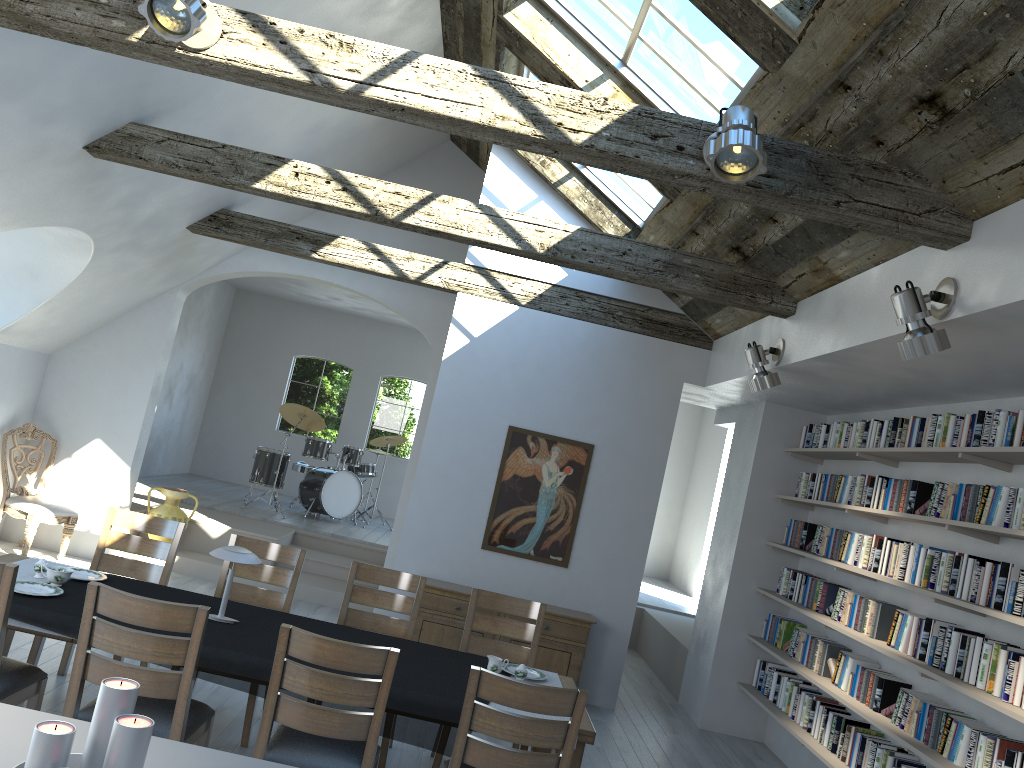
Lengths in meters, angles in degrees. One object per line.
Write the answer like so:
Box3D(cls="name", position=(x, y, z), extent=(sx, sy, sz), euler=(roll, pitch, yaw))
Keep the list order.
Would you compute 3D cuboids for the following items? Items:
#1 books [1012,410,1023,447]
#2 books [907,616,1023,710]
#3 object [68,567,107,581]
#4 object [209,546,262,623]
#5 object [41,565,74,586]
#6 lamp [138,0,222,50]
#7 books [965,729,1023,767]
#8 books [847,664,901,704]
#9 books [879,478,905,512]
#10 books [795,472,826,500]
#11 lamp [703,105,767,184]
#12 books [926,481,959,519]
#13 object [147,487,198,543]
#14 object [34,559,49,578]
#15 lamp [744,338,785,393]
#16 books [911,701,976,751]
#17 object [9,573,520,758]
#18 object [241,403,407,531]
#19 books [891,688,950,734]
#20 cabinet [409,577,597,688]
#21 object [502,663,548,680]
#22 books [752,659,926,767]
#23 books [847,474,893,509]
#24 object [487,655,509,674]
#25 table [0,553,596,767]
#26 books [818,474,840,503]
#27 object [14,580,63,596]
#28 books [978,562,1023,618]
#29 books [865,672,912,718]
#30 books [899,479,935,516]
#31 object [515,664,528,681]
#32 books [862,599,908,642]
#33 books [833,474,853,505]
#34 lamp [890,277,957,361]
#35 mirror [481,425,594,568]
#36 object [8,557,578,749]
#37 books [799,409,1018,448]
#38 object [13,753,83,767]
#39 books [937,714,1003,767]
Box3D(cls="books", position=(2.731, 0.146, 3.063), extent=(0.242, 0.237, 2.981), euler=(13, -5, -1))
Box3D(cls="books", position=(2.442, 1.343, 3.613), extent=(0.242, 0.237, 2.981), euler=(13, -5, -1))
Box3D(cls="object", position=(-2.200, 0.976, 4.523), extent=(0.250, 0.017, 0.253), euler=(13, -5, -1))
Box3D(cls="object", position=(-1.372, 0.968, 4.303), extent=(0.251, 0.362, 0.251), euler=(11, -5, 21))
Box3D(cls="object", position=(-2.180, 0.925, 4.254), extent=(0.124, 0.081, 0.130), euler=(9, -6, 41))
Box3D(cls="lamp", position=(-1.243, -1.433, 3.368), extent=(0.233, 0.311, 0.354), euler=(13, -5, -1))
Box3D(cls="books", position=(2.324, 1.787, 4.091), extent=(0.214, 0.237, 0.490), euler=(13, -5, -1))
Box3D(cls="books", position=(2.260, 1.904, 5.570), extent=(0.209, 0.220, 0.278), euler=(13, -5, -3))
Box3D(cls="books", position=(2.525, 0.738, 5.706), extent=(0.209, 0.220, 0.278), euler=(13, -5, -3))
Box3D(cls="books", position=(2.467, 0.842, 7.121), extent=(0.214, 0.220, 0.490), euler=(13, -5, -1))
Box3D(cls="lamp", position=(0.863, -0.927, 3.424), extent=(0.233, 0.323, 0.343), euler=(13, -5, -1))
Box3D(cls="books", position=(2.548, 0.692, 5.115), extent=(0.189, 0.228, 0.249), euler=(13, -5, -1))
Box3D(cls="object", position=(-3.477, 1.362, 8.961), extent=(0.396, 0.605, 0.402), euler=(8, -7, 45))
Box3D(cls="object", position=(-2.298, 0.898, 4.330), extent=(0.064, 0.092, 0.064), euler=(11, -5, 17))
Box3D(cls="lamp", position=(1.627, -0.122, 5.740), extent=(0.265, 0.386, 0.235), euler=(11, -5, 20))
Box3D(cls="books", position=(2.295, 1.841, 4.735), extent=(0.209, 0.220, 0.278), euler=(13, -5, -3))
Box3D(cls="object", position=(-1.153, 1.321, 4.296), extent=(2.456, 0.227, 1.073), euler=(13, -5, -1))
Box3D(cls="object", position=(-2.570, 1.052, 11.850), extent=(1.465, 1.383, 2.354), euler=(8, -6, 43))
Box3D(cls="books", position=(2.283, 1.857, 4.979), extent=(0.189, 0.228, 0.249), euler=(13, -5, -1))
Box3D(cls="cabinet", position=(-0.136, 2.071, 7.116), extent=(1.481, 0.714, 0.383), euler=(13, -5, -1))
Box3D(cls="object", position=(0.060, 1.497, 4.596), extent=(0.250, 0.017, 0.253), euler=(13, -5, -1))
Box3D(cls="books", position=(2.170, 2.287, 5.870), extent=(0.242, 0.237, 2.981), euler=(13, -5, -1))
Box3D(cls="books", position=(2.511, 0.758, 6.091), extent=(0.214, 0.237, 0.490), euler=(13, -5, -1))
Box3D(cls="object", position=(-0.082, 1.408, 4.417), extent=(0.100, 0.098, 0.071), euler=(16, -6, -32))
Box3D(cls="table", position=(-1.232, 1.569, 4.267), extent=(3.078, 0.737, 0.939), euler=(13, -5, -1))
Box3D(cls="books", position=(2.483, 0.812, 6.735), extent=(0.209, 0.220, 0.278), euler=(13, -5, -3))
Box3D(cls="object", position=(-2.187, 0.939, 4.051), extent=(0.250, 0.017, 0.253), euler=(13, -5, -1))
Box3D(cls="books", position=(2.555, 0.916, 3.046), extent=(0.242, 0.237, 2.981), euler=(13, -5, -1))
Box3D(cls="books", position=(2.271, 1.881, 5.260), extent=(0.189, 0.224, 0.345), euler=(13, -5, -1))
Box3D(cls="books", position=(2.536, 0.716, 5.396), extent=(0.189, 0.224, 0.345), euler=(13, -5, -1))
Box3D(cls="object", position=(0.045, 1.439, 4.411), extent=(0.064, 0.092, 0.064), euler=(15, -5, -24))
Box3D(cls="books", position=(2.350, 1.500, 5.598), extent=(0.189, 0.220, 0.156), euler=(13, -5, -1))
Box3D(cls="books", position=(2.492, 0.790, 6.466), extent=(0.189, 0.228, 0.249), euler=(13, -5, -1))
Box3D(cls="lamp", position=(1.712, -0.274, 3.714), extent=(0.265, 0.386, 0.235), euler=(11, -5, 20))
Box3D(cls="mirror", position=(0.218, 0.937, 7.388), extent=(0.736, 1.047, 0.009), euler=(13, -5, -1))
Box3D(cls="object", position=(-1.141, 1.249, 4.299), extent=(2.872, 0.077, 1.050), euler=(13, -5, -1))
Box3D(cls="books", position=(2.607, 0.369, 6.040), extent=(0.242, 0.237, 2.981), euler=(13, -5, -1))
Box3D(cls="object", position=(-0.952, 0.891, 1.951), extent=(0.297, 0.040, 0.297), euler=(9, -6, 39))
Box3D(cls="books", position=(2.305, 1.819, 4.466), extent=(0.189, 0.228, 0.249), euler=(13, -5, -1))
